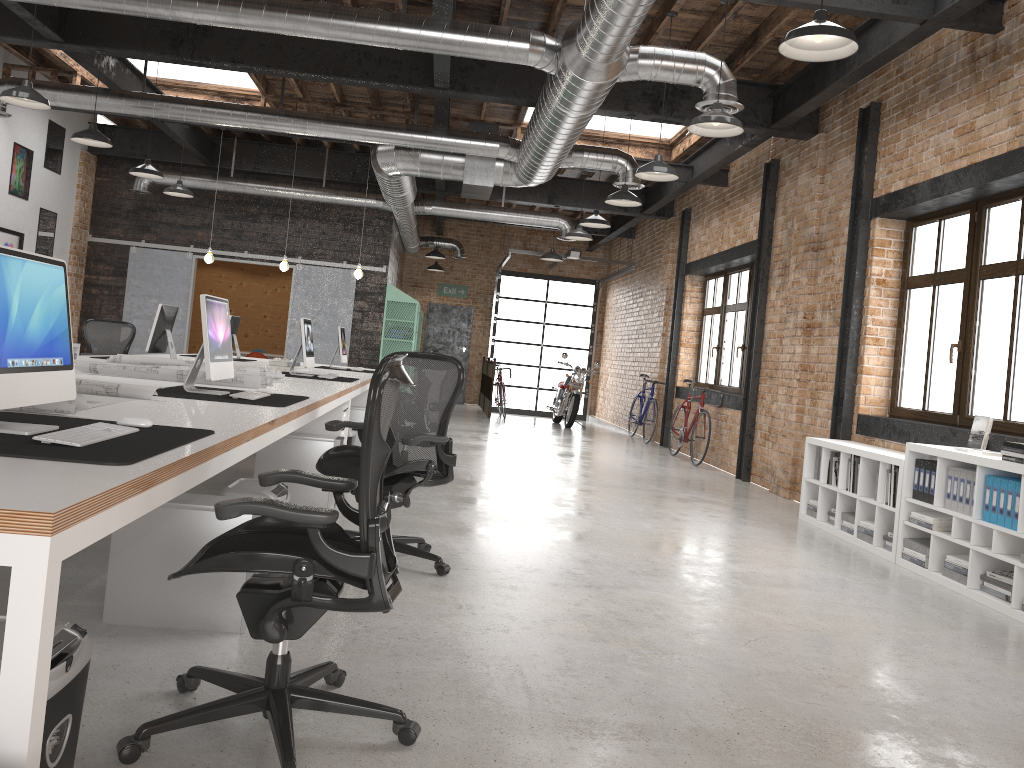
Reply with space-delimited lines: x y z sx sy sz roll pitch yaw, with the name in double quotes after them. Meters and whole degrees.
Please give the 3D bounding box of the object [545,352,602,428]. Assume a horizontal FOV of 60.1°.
1.086 0.115 16.341 0.812 1.361 2.179 6 1 -17 "object"

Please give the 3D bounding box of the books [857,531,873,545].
2.608 1.093 6.270 0.217 0.072 0.289 5 2 -5 "books"

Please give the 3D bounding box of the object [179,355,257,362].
-3.293 -0.292 9.983 0.687 0.008 0.849 5 2 -6 "object"

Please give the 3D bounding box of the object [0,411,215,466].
-1.252 0.137 2.401 0.687 0.008 0.848 5 2 -5 "object"

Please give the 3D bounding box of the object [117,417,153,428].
-1.161 0.116 2.726 0.106 0.028 0.059 6 1 -4 "object"

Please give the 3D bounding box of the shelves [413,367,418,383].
-2.014 -0.007 16.095 0.567 0.856 0.985 6 0 -5 "shelves"

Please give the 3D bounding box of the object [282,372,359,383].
-1.682 -0.061 7.562 0.687 0.008 0.848 5 2 -5 "object"

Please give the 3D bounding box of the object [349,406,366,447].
-1.666 0.450 8.897 0.541 0.455 0.221 6 -1 -5 "object"

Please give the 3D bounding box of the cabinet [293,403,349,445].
-1.440 0.453 6.274 0.459 0.648 0.387 6 0 -5 "cabinet"

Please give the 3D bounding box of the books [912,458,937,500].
2.735 0.627 5.753 0.232 0.261 0.062 6 -1 -5 "books"

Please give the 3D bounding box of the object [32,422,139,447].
-1.141 0.135 2.399 0.118 0.017 0.439 5 2 -5 "object"

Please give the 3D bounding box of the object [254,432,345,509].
-1.416 0.564 5.897 0.541 0.455 0.221 6 -1 -5 "object"

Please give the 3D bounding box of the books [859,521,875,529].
2.615 0.998 6.253 0.214 0.052 0.252 5 2 -5 "books"

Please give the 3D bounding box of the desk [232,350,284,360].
-4.474 -0.182 16.075 1.998 0.732 0.998 5 1 -4 "desk"

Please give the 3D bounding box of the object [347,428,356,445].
-1.352 0.535 6.853 0.250 0.466 0.338 6 0 -5 "object"

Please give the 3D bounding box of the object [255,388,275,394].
-1.332 0.038 4.777 0.106 0.028 0.059 5 1 -6 "object"

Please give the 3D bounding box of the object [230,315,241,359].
-3.154 -0.525 9.993 0.189 0.485 0.484 6 0 -5 "object"

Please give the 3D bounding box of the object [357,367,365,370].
-1.818 -0.186 10.619 0.106 0.028 0.059 5 1 -6 "object"

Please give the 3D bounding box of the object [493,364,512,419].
-0.228 0.142 17.130 0.410 1.034 1.734 6 1 1 "object"

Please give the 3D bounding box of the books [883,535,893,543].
2.674 1.059 5.963 0.222 0.055 0.282 5 2 -4 "books"

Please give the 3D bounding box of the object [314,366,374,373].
-1.912 -0.166 10.319 0.687 0.008 0.849 5 2 -6 "object"

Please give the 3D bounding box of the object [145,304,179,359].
-2.949 -0.431 7.533 0.189 0.485 0.484 6 0 -5 "object"

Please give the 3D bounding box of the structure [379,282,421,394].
-1.852 -0.568 14.600 0.556 2.102 1.118 6 -1 -5 "structure"

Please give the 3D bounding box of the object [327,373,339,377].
-1.589 -0.080 7.861 0.106 0.028 0.059 5 1 -6 "object"

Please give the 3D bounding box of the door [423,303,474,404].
-1.422 -0.662 19.134 0.998 2.101 0.218 6 -1 -5 "door"

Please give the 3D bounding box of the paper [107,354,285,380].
-2.339 -0.129 6.530 0.973 0.105 1.078 4 2 -40 "paper"

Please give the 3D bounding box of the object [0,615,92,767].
-1.002 0.725 1.707 0.250 0.466 0.338 6 0 -5 "object"

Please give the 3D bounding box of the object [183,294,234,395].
-1.512 -0.198 4.463 0.189 0.485 0.484 6 0 -5 "object"

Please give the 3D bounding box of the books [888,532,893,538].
2.675 1.027 5.939 0.199 0.055 0.240 5 2 -4 "books"

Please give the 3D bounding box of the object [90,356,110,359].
-3.088 -0.197 7.523 0.687 0.008 0.849 5 2 -6 "object"

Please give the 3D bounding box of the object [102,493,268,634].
-1.203 0.662 3.341 0.541 0.455 0.221 6 -1 -5 "object"

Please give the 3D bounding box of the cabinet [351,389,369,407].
-1.686 0.340 9.227 0.459 0.648 0.387 6 0 -5 "cabinet"

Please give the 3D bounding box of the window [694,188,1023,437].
3.103 -0.604 8.719 0.147 1.692 8.638 6 2 -5 "window"

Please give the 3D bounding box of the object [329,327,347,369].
-1.999 -0.422 10.304 0.189 0.485 0.484 6 0 -5 "object"

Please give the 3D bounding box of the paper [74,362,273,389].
-1.978 -0.054 5.163 1.133 0.082 0.083 5 0 -10 "paper"

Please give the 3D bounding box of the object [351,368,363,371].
-1.799 -0.168 10.292 0.118 0.017 0.439 5 2 -5 "object"

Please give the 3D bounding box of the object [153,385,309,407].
-1.424 0.058 4.460 0.687 0.008 0.848 5 2 -5 "object"

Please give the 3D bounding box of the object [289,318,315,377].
-1.769 -0.316 7.546 0.189 0.485 0.484 6 0 -5 "object"

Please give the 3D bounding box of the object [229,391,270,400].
-1.312 0.056 4.450 0.118 0.017 0.439 5 2 -5 "object"

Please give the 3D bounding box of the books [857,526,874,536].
2.607 1.042 6.263 0.206 0.067 0.275 5 2 -5 "books"

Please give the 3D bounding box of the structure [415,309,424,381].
-2.107 -0.685 17.661 0.556 2.102 1.118 6 -1 -5 "structure"

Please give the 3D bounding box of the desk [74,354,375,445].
-2.586 0.196 9.021 2.311 0.770 5.112 5 2 -5 "desk"

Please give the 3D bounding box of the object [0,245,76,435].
-1.341 -0.119 2.411 0.189 0.485 0.484 6 0 -5 "object"

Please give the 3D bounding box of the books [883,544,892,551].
2.652 1.115 5.962 0.184 0.049 0.261 5 2 -4 "books"

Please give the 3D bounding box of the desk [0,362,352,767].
-2.161 0.392 3.920 2.311 0.770 5.112 5 2 -5 "desk"

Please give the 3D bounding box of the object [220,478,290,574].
-1.091 0.655 3.729 0.250 0.466 0.338 6 0 -5 "object"

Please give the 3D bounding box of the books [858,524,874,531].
2.613 1.016 6.256 0.219 0.039 0.260 5 2 -5 "books"

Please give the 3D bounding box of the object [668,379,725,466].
2.281 0.464 11.390 0.401 1.040 1.739 6 1 -10 "object"

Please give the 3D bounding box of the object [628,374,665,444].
2.067 0.366 13.965 0.401 1.040 1.739 6 1 -10 "object"

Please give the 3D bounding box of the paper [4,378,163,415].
-1.929 0.007 3.335 0.975 0.105 1.076 5 2 -7 "paper"

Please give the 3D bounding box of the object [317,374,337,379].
-1.569 -0.062 7.534 0.118 0.017 0.439 5 2 -5 "object"

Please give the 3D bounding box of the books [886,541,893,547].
2.648 1.086 5.949 0.163 0.047 0.239 5 2 -4 "books"
